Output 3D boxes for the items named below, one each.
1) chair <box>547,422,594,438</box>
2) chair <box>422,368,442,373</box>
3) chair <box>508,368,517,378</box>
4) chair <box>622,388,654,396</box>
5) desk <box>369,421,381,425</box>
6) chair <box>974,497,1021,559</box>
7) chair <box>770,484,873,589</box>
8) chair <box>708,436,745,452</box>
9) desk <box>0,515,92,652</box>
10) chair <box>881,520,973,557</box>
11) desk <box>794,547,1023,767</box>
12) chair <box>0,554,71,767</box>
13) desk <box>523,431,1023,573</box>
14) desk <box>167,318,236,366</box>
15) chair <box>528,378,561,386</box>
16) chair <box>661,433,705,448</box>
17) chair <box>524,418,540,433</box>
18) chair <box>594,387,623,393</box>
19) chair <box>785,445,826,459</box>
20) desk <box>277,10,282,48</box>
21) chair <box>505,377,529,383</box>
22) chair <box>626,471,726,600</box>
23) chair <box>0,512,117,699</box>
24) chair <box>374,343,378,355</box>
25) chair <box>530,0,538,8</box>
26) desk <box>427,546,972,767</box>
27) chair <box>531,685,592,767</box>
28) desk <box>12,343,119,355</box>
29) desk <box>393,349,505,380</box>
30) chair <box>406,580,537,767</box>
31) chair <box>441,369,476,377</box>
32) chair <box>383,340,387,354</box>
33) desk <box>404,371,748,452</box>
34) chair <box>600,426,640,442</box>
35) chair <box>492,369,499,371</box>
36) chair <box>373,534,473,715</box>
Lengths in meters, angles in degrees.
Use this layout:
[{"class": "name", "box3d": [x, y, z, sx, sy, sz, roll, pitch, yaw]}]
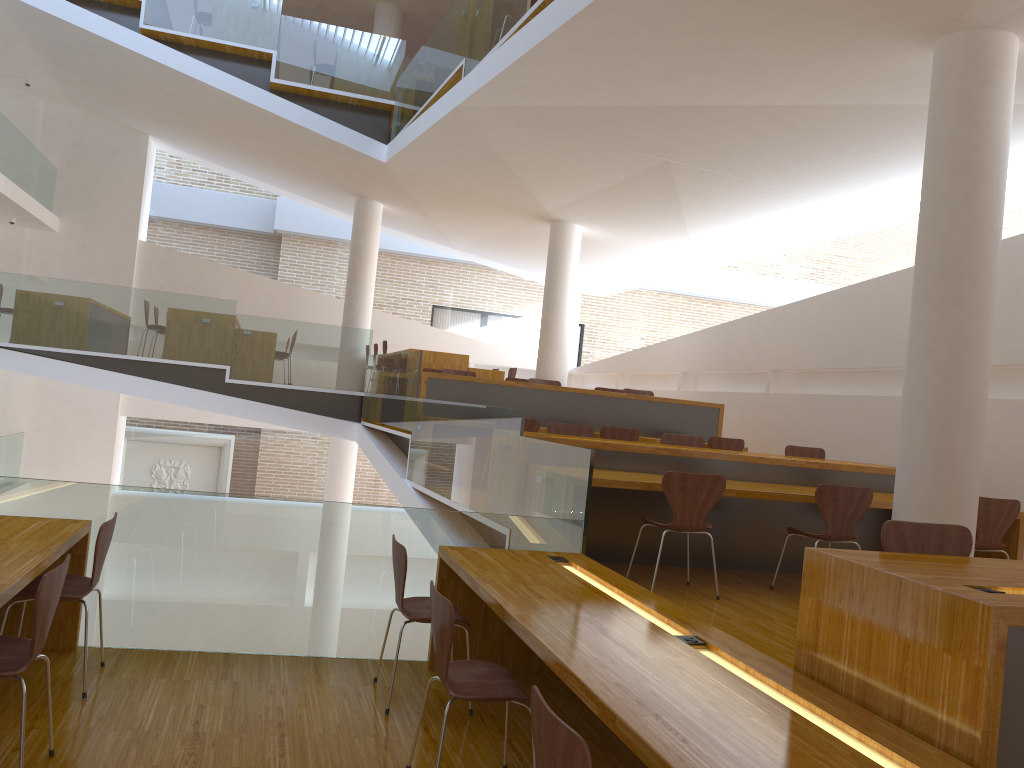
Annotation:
[{"class": "chair", "box3d": [0.478, 0.660, 6.806, 0.428, 0.693, 0.381, 6, -1, -15]}, {"class": "chair", "box3d": [-0.901, 0.181, 10.188, 0.428, 0.693, 0.381, 6, -1, -15]}, {"class": "chair", "box3d": [-0.178, 0.101, 12.245, 0.381, 0.693, 0.428, 6, -1, -15]}, {"class": "chair", "box3d": [1.444, 0.409, 9.881, 0.428, 0.693, 0.381, 6, -1, -15]}, {"class": "desk", "box3d": [0.008, 0.331, 10.859, 3.356, 0.606, 0.760, 6, -1, -15]}, {"class": "chair", "box3d": [2.933, 1.053, 5.670, 0.428, 0.693, 0.381, 6, -1, -15]}, {"class": "chair", "box3d": [1.871, 0.938, 5.334, 0.428, 0.693, 0.381, 6, -1, -15]}, {"class": "chair", "box3d": [1.984, 0.859, 8.657, 0.428, 0.693, 0.381, 6, -1, -15]}, {"class": "desk", "box3d": [-2.209, 1.035, 2.463, 1.285, 0.918, 3.236, 6, -1, -15]}, {"class": "chair", "box3d": [1.509, 0.846, 3.028, 0.428, 0.693, 0.381, 6, -1, -15]}, {"class": "desk", "box3d": [2.527, 0.984, 2.869, 3.185, 0.606, 0.760, 6, -1, -15]}, {"class": "chair", "box3d": [-1.639, 0.894, 2.761, 0.381, 0.693, 0.428, 6, -1, -15]}, {"class": "desk", "box3d": [1.598, 0.884, 6.113, 3.243, 0.785, 1.527, 6, -1, -15]}, {"class": "desk", "box3d": [-3.852, -0.454, 11.968, 1.248, 0.757, 3.196, 6, -1, -15]}, {"class": "chair", "box3d": [0.374, 0.295, 9.623, 0.428, 0.693, 0.381, 6, -1, -15]}, {"class": "chair", "box3d": [1.409, 0.759, 7.065, 0.428, 0.693, 0.381, 6, -1, -15]}, {"class": "chair", "box3d": [-0.009, 0.644, 8.063, 0.428, 0.693, 0.381, 6, -1, -15]}, {"class": "chair", "box3d": [1.092, 0.395, 10.782, 0.428, 0.693, 0.381, 6, -1, -15]}, {"class": "chair", "box3d": [2.491, 0.875, 7.326, 0.428, 0.693, 0.381, 6, -1, -15]}, {"class": "desk", "box3d": [-3.560, -4.287, 11.996, 0.760, 0.606, 3.196, 6, -1, -15]}, {"class": "chair", "box3d": [0.030, 0.280, 10.447, 0.428, 0.693, 0.381, 6, -1, -15]}, {"class": "chair", "box3d": [0.941, 0.838, 5.075, 0.428, 0.693, 0.381, 6, -1, -15]}, {"class": "chair", "box3d": [-1.899, 0.890, 3.697, 0.381, 0.693, 0.428, 6, -1, -15]}, {"class": "chair", "box3d": [-1.777, -0.199, 12.442, 0.381, 0.693, 0.428, 6, -1, -15]}, {"class": "chair", "box3d": [0.073, -3.018, 7.502, 0.428, 0.693, 0.381, 6, -1, -15]}, {"class": "desk", "box3d": [0.395, 1.153, 2.990, 0.760, 0.606, 3.185, 6, -1, -15]}, {"class": "chair", "box3d": [0.226, 1.062, 1.947, 0.381, 0.693, 0.428, 6, -1, -15]}, {"class": "desk", "box3d": [-5.601, -0.718, 11.482, 0.760, 0.606, 3.194, 6, -1, -15]}, {"class": "desk", "box3d": [-1.136, -0.008, 12.791, 1.247, 0.762, 3.194, 6, -1, -15]}, {"class": "chair", "box3d": [-0.110, 1.054, 3.015, 0.381, 0.693, 0.428, 6, -1, -15]}, {"class": "chair", "box3d": [-0.557, 0.195, 9.364, 0.428, 0.693, 0.381, 6, -1, -15]}, {"class": "chair", "box3d": [-1.517, -0.196, 11.506, 0.381, 0.693, 0.428, 6, -1, -15]}, {"class": "desk", "box3d": [0.614, 0.554, 8.920, 3.216, 1.022, 1.248, 6, -1, -15]}, {"class": "chair", "box3d": [0.922, 0.744, 8.322, 0.428, 0.693, 0.381, 6, -1, -15]}, {"class": "chair", "box3d": [-0.438, 0.097, 13.181, 0.381, 0.693, 0.428, 6, -1, -15]}, {"class": "chair", "box3d": [-0.370, 1.050, 3.951, 0.381, 0.693, 0.428, 6, -1, -15]}]
